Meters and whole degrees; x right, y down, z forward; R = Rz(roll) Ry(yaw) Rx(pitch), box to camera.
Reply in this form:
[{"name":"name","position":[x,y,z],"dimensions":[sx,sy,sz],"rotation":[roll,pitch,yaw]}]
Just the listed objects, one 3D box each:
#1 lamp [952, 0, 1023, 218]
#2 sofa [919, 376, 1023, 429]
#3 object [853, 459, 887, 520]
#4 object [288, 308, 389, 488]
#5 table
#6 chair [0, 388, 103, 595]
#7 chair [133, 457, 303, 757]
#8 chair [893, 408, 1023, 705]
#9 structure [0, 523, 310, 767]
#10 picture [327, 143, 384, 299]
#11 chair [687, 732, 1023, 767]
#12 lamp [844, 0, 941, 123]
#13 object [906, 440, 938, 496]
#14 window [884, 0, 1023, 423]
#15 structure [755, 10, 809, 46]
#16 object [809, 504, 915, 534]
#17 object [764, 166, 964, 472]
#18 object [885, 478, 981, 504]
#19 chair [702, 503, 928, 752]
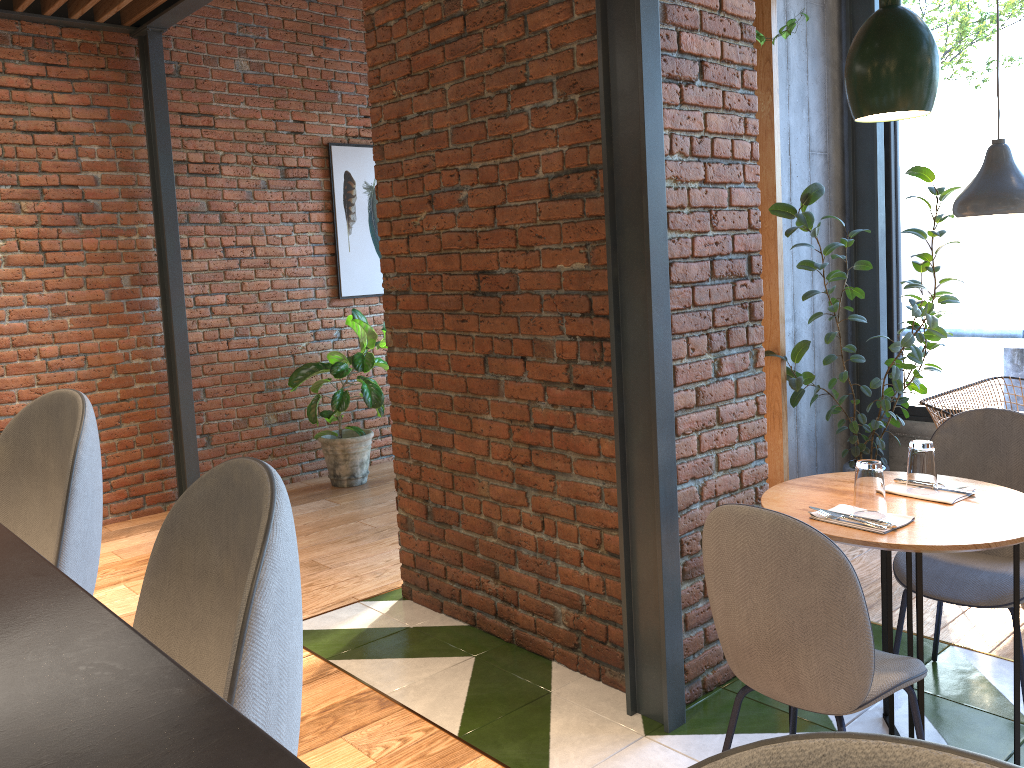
[{"name":"lamp","position":[1.929,-2.933,3.529],"dimensions":[0.354,4.471,0.353],"rotation":[-7,6,-36]},{"name":"sofa","position":[2.283,0.393,4.067],"dimensions":[1.095,0.729,0.471],"rotation":[-9,8,-41]},{"name":"object","position":[0.895,0.262,2.218],"dimensions":[0.080,0.137,0.080],"rotation":[-4,6,-5]},{"name":"object","position":[-1.102,0.083,5.961],"dimensions":[0.714,1.191,0.637],"rotation":[-2,6,9]},{"name":"table","position":[1.041,0.684,2.375],"dimensions":[0.699,0.744,0.703],"rotation":[-3,6,5]},{"name":"chair","position":[-0.903,0.656,1.446],"dimensions":[0.418,1.238,0.509],"rotation":[2,8,45]},{"name":"chair","position":[-0.425,0.723,0.850],"dimensions":[0.509,1.238,0.419],"rotation":[-6,6,-30]},{"name":"chair","position":[1.418,0.549,2.703],"dimensions":[0.418,0.884,0.509],"rotation":[2,8,44]},{"name":"structure","position":[-1.710,0.810,0.158],"dimensions":[2.927,1.390,4.927],"rotation":[-9,10,-41]},{"name":"picture","position":[-0.984,-1.189,6.467],"dimensions":[0.728,1.090,0.023],"rotation":[-8,7,-41]},{"name":"chair","position":[0.041,0.784,0.220],"dimensions":[0.509,1.238,0.419],"rotation":[-7,7,-36]},{"name":"lamp","position":[0.913,-1.680,2.164],"dimensions":[0.224,2.013,0.224],"rotation":[-7,6,-38]},{"name":"object","position":[1.112,0.225,2.404],"dimensions":[0.080,0.137,0.080],"rotation":[1,7,35]},{"name":"window","position":[4.876,-2.298,1.891],"dimensions":[0.128,5.575,8.734],"rotation":[-8,8,-41]},{"name":"structure","position":[1.118,-2.001,3.861],"dimensions":[0.664,0.964,0.515],"rotation":[2,8,41]},{"name":"object","position":[0.867,0.329,2.226],"dimensions":[0.158,0.019,0.243],"rotation":[-9,10,-37]},{"name":"object","position":[1.836,-0.190,4.645],"dimensions":[1.017,1.765,1.068],"rotation":[-1,6,18]},{"name":"object","position":[1.142,0.288,2.415],"dimensions":[0.158,0.019,0.243],"rotation":[-9,10,-37]},{"name":"chair","position":[0.716,0.670,2.090],"dimensions":[0.509,0.884,0.419],"rotation":[-8,7,-40]}]
